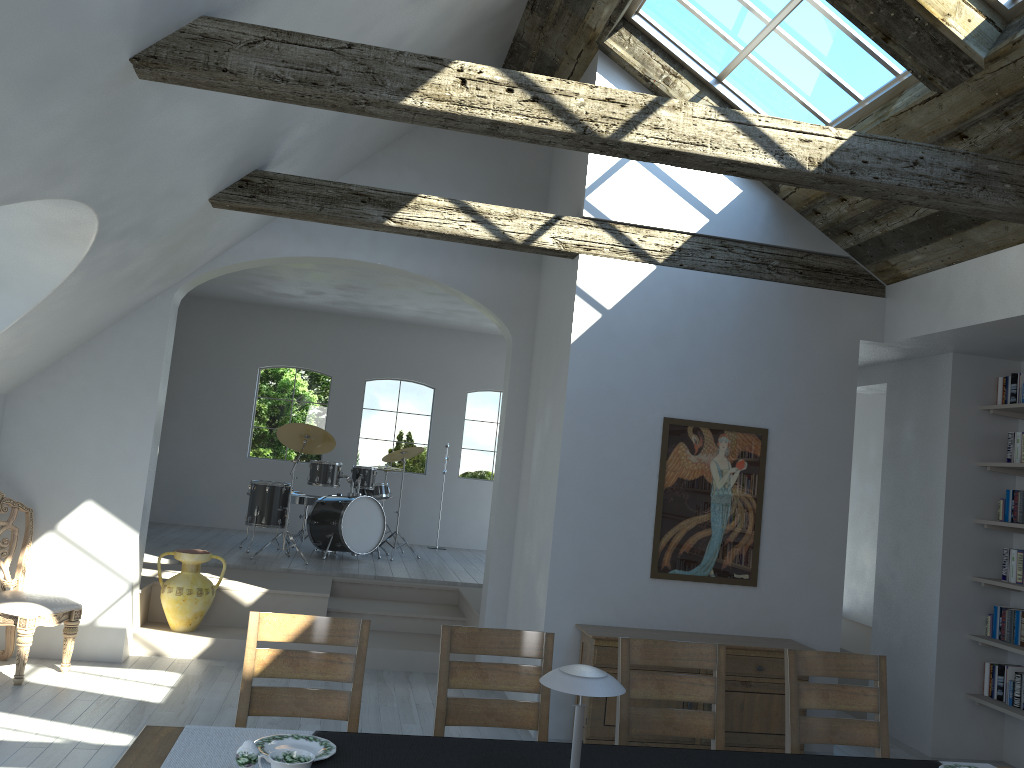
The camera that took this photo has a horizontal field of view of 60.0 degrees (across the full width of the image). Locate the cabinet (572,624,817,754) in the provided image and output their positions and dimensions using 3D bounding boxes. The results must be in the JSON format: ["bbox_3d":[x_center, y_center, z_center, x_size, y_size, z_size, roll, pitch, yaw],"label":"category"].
[{"bbox_3d":[1.120,1.945,5.541,1.481,0.714,0.383,7,-5,-10],"label":"cabinet"}]

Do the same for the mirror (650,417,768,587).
[{"bbox_3d":[1.305,0.778,5.838,0.736,1.047,0.009,7,-5,-10],"label":"mirror"}]

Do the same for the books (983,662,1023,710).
[{"bbox_3d":[3.592,1.910,4.643,0.242,0.237,2.981,7,-5,-10],"label":"books"}]

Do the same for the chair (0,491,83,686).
[{"bbox_3d":[-3.252,1.316,5.868,0.655,1.159,0.552,4,-6,15],"label":"chair"}]

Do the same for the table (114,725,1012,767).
[{"bbox_3d":[0.400,1.580,2.555,3.078,0.737,0.939,7,-5,-10],"label":"table"}]

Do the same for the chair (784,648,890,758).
[{"bbox_3d":[1.399,1.639,3.548,0.514,1.006,0.605,7,-5,-10],"label":"chair"}]

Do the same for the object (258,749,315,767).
[{"bbox_3d":[-0.600,1.044,2.393,0.124,0.081,0.130,2,-6,33],"label":"object"}]

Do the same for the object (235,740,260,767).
[{"bbox_3d":[-0.731,1.031,2.451,0.064,0.092,0.064,5,-5,9],"label":"object"}]

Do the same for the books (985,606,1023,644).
[{"bbox_3d":[3.385,1.630,6.010,0.209,0.220,0.278,7,-5,-11],"label":"books"}]

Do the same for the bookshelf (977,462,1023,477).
[{"bbox_3d":[4.100,0.310,2.396,0.315,0.070,7.825,7,-5,-10],"label":"bookshelf"}]

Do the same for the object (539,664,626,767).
[{"bbox_3d":[0.192,0.997,2.559,0.251,0.362,0.251,5,-5,13],"label":"object"}]

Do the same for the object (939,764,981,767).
[{"bbox_3d":[1.615,1.364,3.065,0.250,0.017,0.253,7,-5,-10],"label":"object"}]

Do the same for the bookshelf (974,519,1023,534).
[{"bbox_3d":[4.060,0.701,2.359,0.315,0.070,7.825,7,-5,-10],"label":"bookshelf"}]

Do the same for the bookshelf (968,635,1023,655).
[{"bbox_3d":[3.981,1.485,2.285,0.315,0.070,7.825,7,-5,-10],"label":"bookshelf"}]

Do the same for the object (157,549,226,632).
[{"bbox_3d":[-2.509,1.602,6.874,0.396,0.605,0.402,2,-7,37],"label":"object"}]

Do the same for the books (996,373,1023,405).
[{"bbox_3d":[3.788,-0.045,4.835,0.242,0.237,2.981,7,-5,-10],"label":"books"}]

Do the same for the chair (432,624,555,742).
[{"bbox_3d":[-0.061,1.468,3.298,0.514,1.006,0.605,7,-5,-10],"label":"chair"}]

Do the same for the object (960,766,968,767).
[{"bbox_3d":[1.492,1.292,2.866,0.100,0.098,0.071,10,-7,-41],"label":"object"}]

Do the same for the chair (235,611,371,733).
[{"bbox_3d":[-0.791,1.383,3.172,0.514,1.006,0.605,7,-5,-10],"label":"chair"}]

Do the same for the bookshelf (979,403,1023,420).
[{"bbox_3d":[4.139,-0.082,2.433,0.315,0.070,7.825,7,-5,-10],"label":"bookshelf"}]

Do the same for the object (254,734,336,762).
[{"bbox_3d":[-0.654,1.096,2.658,0.250,0.017,0.253,7,-5,-10],"label":"object"}]

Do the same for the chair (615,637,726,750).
[{"bbox_3d":[0.669,1.554,3.423,0.514,1.006,0.605,7,-5,-10],"label":"chair"}]

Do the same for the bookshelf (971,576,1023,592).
[{"bbox_3d":[4.020,1.093,2.322,0.315,0.070,7.825,7,-5,-10],"label":"bookshelf"}]

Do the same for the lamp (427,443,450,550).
[{"bbox_3d":[-0.917,1.462,11.660,0.232,1.383,0.238,7,-5,-10],"label":"lamp"}]

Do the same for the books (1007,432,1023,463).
[{"bbox_3d":[3.546,0.436,5.894,0.214,0.220,0.490,7,-5,-10],"label":"books"}]

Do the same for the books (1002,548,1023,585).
[{"bbox_3d":[3.468,1.219,5.813,0.214,0.220,0.490,7,-5,-10],"label":"books"}]

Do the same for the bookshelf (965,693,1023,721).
[{"bbox_3d":[3.941,1.877,2.249,0.315,0.070,7.825,7,-5,-10],"label":"bookshelf"}]

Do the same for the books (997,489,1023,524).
[{"bbox_3d":[3.476,0.838,6.023,0.209,0.220,0.278,7,-5,-11],"label":"books"}]

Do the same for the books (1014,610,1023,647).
[{"bbox_3d":[3.438,1.605,5.709,0.189,0.224,0.345,7,-5,-10],"label":"books"}]

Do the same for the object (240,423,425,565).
[{"bbox_3d":[-2.069,1.181,9.857,1.465,1.383,2.354,2,-6,34],"label":"object"}]

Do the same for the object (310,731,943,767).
[{"bbox_3d":[0.446,1.324,2.590,2.456,0.227,1.073,7,-5,-9],"label":"object"}]

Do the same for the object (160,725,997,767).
[{"bbox_3d":[0.450,1.252,2.593,2.872,0.077,1.050,7,-5,-10],"label":"object"}]
